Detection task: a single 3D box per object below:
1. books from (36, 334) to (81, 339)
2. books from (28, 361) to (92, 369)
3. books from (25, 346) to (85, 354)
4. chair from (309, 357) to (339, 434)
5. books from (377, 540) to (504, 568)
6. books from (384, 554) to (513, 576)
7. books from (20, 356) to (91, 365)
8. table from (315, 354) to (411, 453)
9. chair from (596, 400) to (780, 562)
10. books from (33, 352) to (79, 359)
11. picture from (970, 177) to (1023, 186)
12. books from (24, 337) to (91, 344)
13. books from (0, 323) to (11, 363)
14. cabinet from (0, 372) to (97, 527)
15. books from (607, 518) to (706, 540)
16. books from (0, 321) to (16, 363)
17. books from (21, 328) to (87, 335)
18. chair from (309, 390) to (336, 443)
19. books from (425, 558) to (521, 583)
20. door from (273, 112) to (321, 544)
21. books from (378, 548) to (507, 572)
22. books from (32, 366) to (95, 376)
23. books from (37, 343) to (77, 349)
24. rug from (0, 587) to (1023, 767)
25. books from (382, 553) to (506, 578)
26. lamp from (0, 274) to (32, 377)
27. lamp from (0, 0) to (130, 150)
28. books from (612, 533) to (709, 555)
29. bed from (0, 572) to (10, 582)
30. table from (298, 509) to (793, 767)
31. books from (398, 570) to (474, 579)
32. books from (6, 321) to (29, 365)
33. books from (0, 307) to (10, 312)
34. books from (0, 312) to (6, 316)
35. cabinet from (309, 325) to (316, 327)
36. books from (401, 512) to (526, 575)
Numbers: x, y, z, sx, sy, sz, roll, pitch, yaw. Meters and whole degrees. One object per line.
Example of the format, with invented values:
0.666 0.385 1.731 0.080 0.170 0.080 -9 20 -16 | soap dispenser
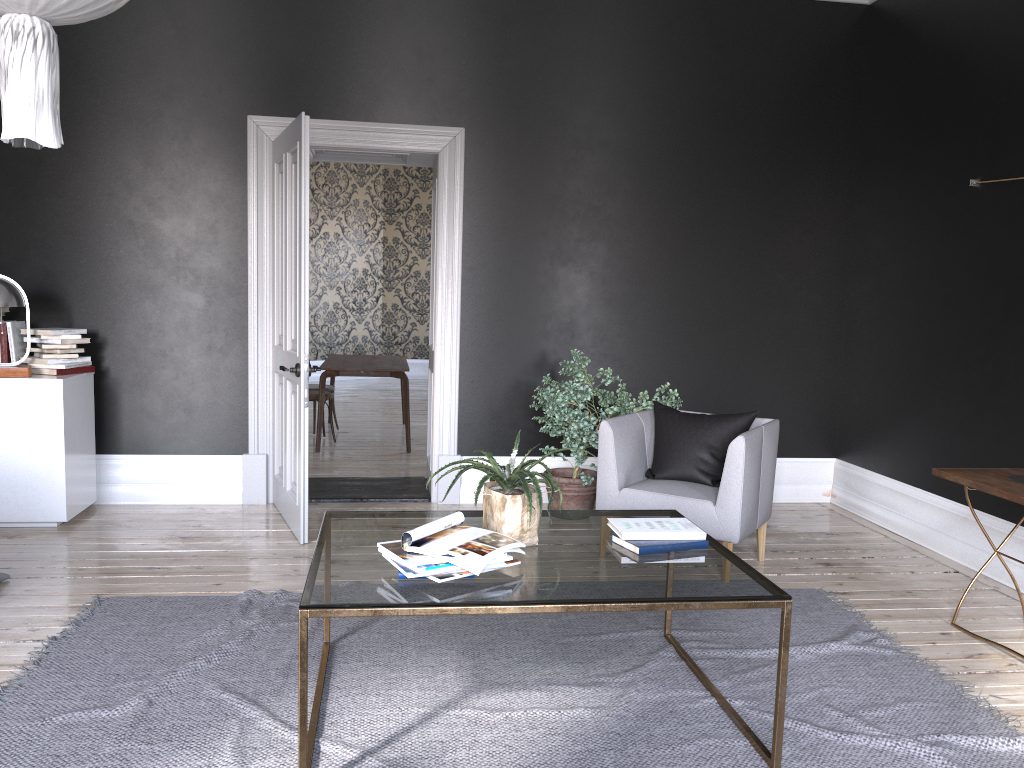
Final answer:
-2.796 -0.299 5.461 0.220 0.024 0.307 -2 7 -33 | books
-2.773 -0.120 5.444 0.228 0.025 0.318 2 6 2 | books
-2.810 -0.211 5.454 0.289 0.030 0.192 4 6 23 | books
-2.066 0.010 9.037 0.550 0.925 0.438 5 7 29 | chair
-0.227 0.518 2.790 0.318 0.011 0.252 -2 7 -31 | books
-0.200 0.540 2.788 0.318 0.011 0.252 -2 7 -36 | books
-2.800 -0.150 5.445 0.229 0.031 0.317 4 6 22 | books
-1.448 0.149 8.804 0.850 0.756 1.791 1 6 -8 | table
0.986 0.561 4.860 0.818 0.865 0.769 6 7 32 | chair
-2.804 -0.181 5.451 0.203 0.029 0.268 -3 7 -38 | books
2.911 -0.551 2.889 0.058 0.773 4.447 1 6 -8 | picture
-2.791 -0.270 5.445 0.306 0.030 0.220 4 6 22 | books
-3.057 -0.223 5.418 0.038 0.296 0.235 1 6 -8 | books
-3.819 0.362 5.248 2.396 0.884 0.569 1 6 -8 | cabinet
0.524 0.529 3.242 0.307 0.024 0.219 1 6 -8 | books
-3.095 -0.232 5.437 0.030 0.307 0.220 1 6 -8 | books
-2.797 -0.321 5.418 0.220 0.030 0.306 3 6 12 | books
-1.960 0.068 8.370 0.540 0.951 0.419 -2 7 -28 | chair
-0.175 0.561 2.802 0.318 0.011 0.252 -3 8 -41 | books
-1.336 -0.329 5.384 0.216 2.379 1.095 -1 7 -21 | door
-0.219 0.529 2.791 0.318 0.011 0.252 -2 7 -36 | books
-2.767 -0.088 5.441 0.234 0.038 0.294 4 6 19 | books
-2.796 -0.240 5.442 0.193 0.030 0.289 -2 7 -34 | books
-0.034 1.097 3.298 3.645 0.050 2.101 1 6 -8 | rug
-0.216 0.551 2.785 0.318 0.011 0.252 -1 6 -27 | books
-2.972 -0.340 5.112 0.340 0.592 0.328 -2 7 -28 | lamp
-1.484 -1.759 2.669 0.783 2.053 0.781 6 8 35 | lamp
0.529 0.562 3.180 0.289 0.030 0.192 -1 6 -24 | books
-3.560 0.425 2.561 3.283 1.301 2.759 0 6 -20 | bed
0.041 0.848 3.125 1.449 0.559 1.090 1 6 -8 | table
-0.240 0.578 2.789 0.231 0.023 0.162 1 6 -8 | books
-3.014 -0.228 5.421 0.050 0.309 0.219 1 6 -8 | books
-3.266 -0.455 5.385 0.306 0.030 0.220 2 6 2 | books
-3.262 -0.425 5.362 0.307 0.024 0.219 0 6 -18 | books
-3.443 -0.558 12.947 0.912 1.202 0.903 -4 9 -43 | cabinet
-0.149 0.505 2.808 0.273 0.109 0.321 5 6 27 | books
